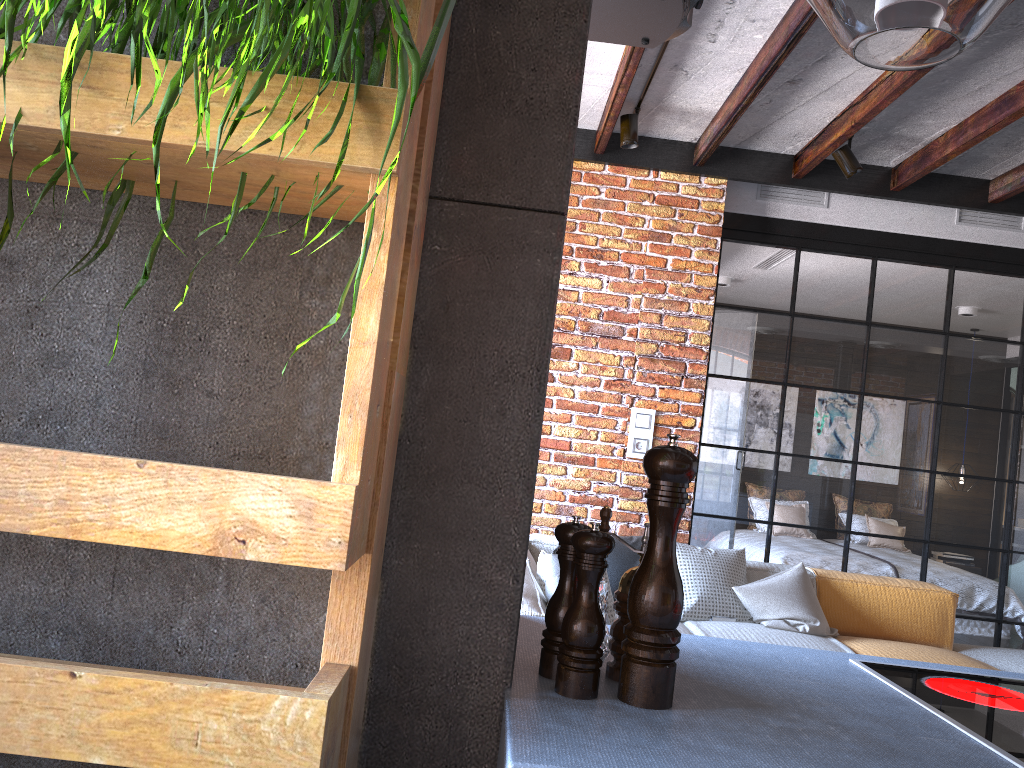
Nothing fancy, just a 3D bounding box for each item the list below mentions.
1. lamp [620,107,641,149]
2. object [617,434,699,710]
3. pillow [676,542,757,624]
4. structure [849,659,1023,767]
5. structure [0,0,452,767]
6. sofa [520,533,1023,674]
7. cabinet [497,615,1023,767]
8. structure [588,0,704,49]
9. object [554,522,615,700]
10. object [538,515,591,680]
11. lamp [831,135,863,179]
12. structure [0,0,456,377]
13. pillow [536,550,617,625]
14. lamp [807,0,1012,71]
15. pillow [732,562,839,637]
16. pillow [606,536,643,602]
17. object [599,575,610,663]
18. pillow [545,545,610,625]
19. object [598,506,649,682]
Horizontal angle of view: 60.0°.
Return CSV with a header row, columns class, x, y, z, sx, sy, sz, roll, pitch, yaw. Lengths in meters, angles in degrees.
class,x,y,z,sx,sy,sz,roll,pitch,yaw
lamp,0.557,-1.205,4.162,0.113,0.194,0.085,9,-4,-30
object,0.156,0.193,0.940,0.061,0.282,0.061,6,-3,13
pillow,0.886,0.901,4.030,0.495,0.354,0.293,8,-3,-15
structure,0.863,0.435,1.017,0.763,0.057,0.504,7,-3,-1
structure,-1.490,-0.372,0.812,2.829,2.380,0.206,7,-3,-1
sofa,1.356,1.141,3.231,3.300,0.697,2.537,7,-3,-1
cabinet,1.410,0.916,1.011,2.960,0.844,0.607,7,-3,-1
structure,0.284,-1.315,2.225,0.464,0.816,0.409,7,-3,-1
object,0.078,0.236,0.935,0.048,0.179,0.048,10,-4,-41
object,0.063,0.238,0.998,0.048,0.179,0.048,8,-3,-18
lamp,1.585,-1.072,4.189,0.150,0.210,0.094,7,-3,1
structure,-0.294,-0.324,0.726,0.570,0.620,0.422,6,-3,18
pillow,0.235,0.756,3.113,0.250,0.402,0.543,8,-4,-19
lamp,0.564,-0.809,1.189,0.367,0.747,0.367,9,-4,-37
pillow,1.250,0.970,3.966,0.358,0.314,0.485,4,-5,42
pillow,0.550,0.849,4.080,0.510,0.400,0.263,7,-3,-7
object,0.086,0.267,1.066,0.069,0.135,0.069,8,-3,-21
pillow,0.219,0.720,2.776,0.238,0.417,0.539,7,-3,-11
object,0.139,0.243,1.031,0.081,0.192,0.058,4,-4,40
